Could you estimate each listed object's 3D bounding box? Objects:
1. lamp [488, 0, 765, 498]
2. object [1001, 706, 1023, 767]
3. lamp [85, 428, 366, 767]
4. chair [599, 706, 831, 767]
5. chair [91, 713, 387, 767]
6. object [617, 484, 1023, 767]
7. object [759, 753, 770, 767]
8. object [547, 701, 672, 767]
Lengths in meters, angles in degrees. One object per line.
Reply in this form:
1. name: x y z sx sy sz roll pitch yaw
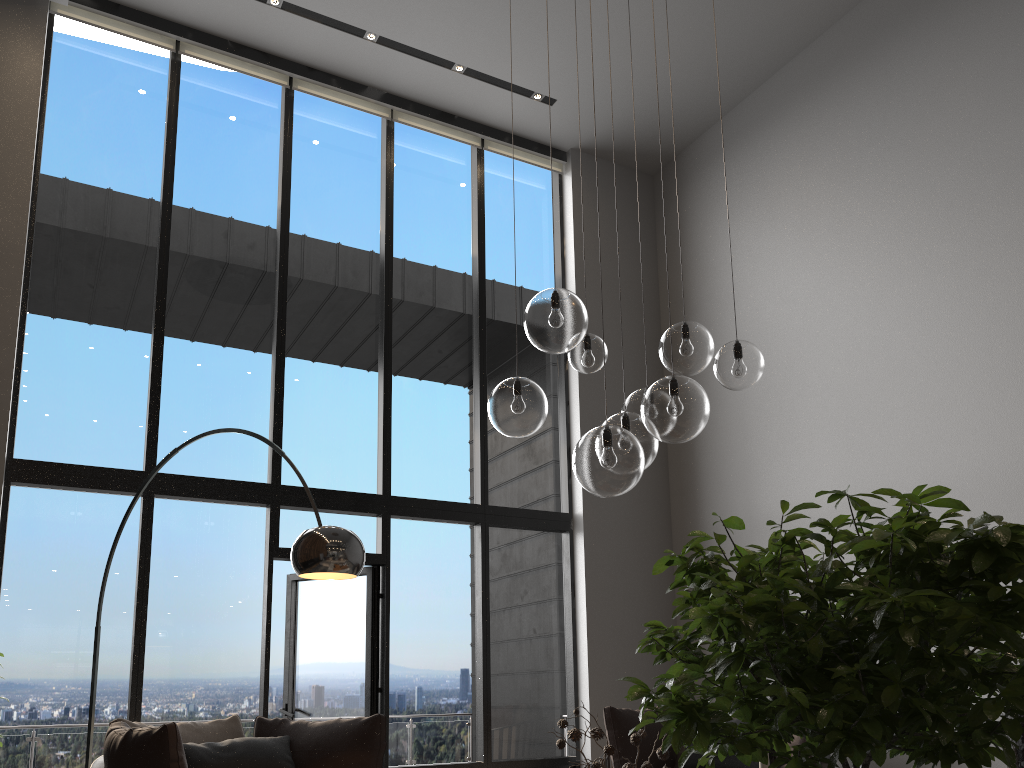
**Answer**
1. lamp: 0.400 -1.860 3.725 1.241 4.826 1.262 6 -14 -31
2. object: 0.457 0.377 0.681 0.109 0.258 0.112 4 -14 -23
3. lamp: -1.470 1.342 4.246 2.064 2.254 0.326 -13 -16 37
4. chair: 1.337 2.560 5.764 1.445 0.868 1.539 3 -18 -12
5. chair: -1.187 2.007 4.085 1.480 0.868 1.503 0 -18 -2
6. object: 0.230 0.268 0.566 0.311 0.394 0.280 -7 -15 20
7. object: 0.839 1.512 3.088 0.316 0.384 0.331 2 -15 -10
8. object: 0.323 1.386 2.994 0.321 0.582 0.557 -9 -17 30
